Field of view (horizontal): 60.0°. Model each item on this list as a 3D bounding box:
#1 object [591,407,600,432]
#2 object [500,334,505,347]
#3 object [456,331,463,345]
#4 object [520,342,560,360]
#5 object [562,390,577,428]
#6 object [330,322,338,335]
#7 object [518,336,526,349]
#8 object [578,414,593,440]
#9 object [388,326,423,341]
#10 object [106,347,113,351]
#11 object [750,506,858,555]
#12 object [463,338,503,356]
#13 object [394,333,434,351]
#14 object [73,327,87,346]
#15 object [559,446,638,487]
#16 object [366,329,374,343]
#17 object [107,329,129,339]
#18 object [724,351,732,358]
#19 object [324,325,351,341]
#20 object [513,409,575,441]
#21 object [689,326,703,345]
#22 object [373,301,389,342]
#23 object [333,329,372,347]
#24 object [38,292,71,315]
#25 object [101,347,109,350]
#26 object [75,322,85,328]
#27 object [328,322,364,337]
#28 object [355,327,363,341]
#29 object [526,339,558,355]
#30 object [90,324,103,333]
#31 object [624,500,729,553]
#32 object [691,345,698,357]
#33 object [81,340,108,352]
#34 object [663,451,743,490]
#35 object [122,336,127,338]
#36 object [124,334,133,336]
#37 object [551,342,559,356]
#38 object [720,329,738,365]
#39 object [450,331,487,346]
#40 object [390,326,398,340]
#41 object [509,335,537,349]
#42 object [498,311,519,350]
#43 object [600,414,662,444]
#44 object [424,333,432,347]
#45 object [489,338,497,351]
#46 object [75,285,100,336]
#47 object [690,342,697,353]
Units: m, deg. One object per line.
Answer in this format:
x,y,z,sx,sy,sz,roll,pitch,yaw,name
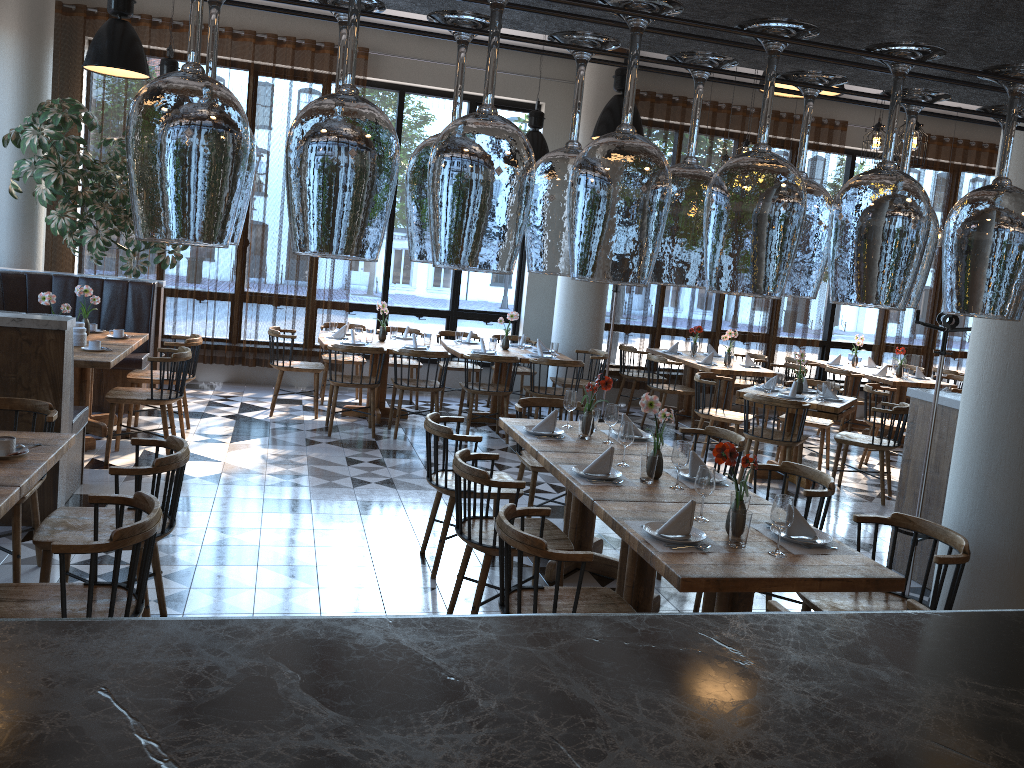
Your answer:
0.469,0.208,5.166,0.080,0.131,0.080,7,7,15,object
-0.086,-0.447,9.228,0.080,0.131,0.080,2,8,-30,object
-0.543,-0.470,9.081,0.080,0.131,0.080,2,8,-30,object
0.275,-0.335,8.692,0.351,0.136,0.273,3,8,-15,object
0.339,0.147,5.203,0.081,0.214,0.081,11,8,38,object
-1.774,-0.548,8.791,0.080,0.131,0.080,2,8,-30,object
0.103,-0.430,9.239,0.080,0.131,0.080,2,8,-30,object
0.405,0.239,4.908,0.080,0.131,0.080,8,7,20,object
-1.092,-0.537,9.154,0.351,0.136,0.273,3,8,-15,object
-2.910,-0.253,6.406,0.053,0.025,0.049,13,11,43,object
1.117,0.529,3.406,0.271,0.136,0.354,4,8,-15,object
-0.278,-0.367,8.546,0.351,0.136,0.273,3,8,-15,object
-0.919,-0.405,8.378,0.351,0.136,0.273,3,8,-15,object
-3.198,-0.349,6.513,0.130,0.128,0.130,10,8,29,object
0.401,0.356,4.101,0.271,0.136,0.354,4,8,-15,object
-1.360,-0.459,8.463,0.080,0.131,0.080,2,8,-30,object
-3.157,-0.402,7.111,0.175,0.066,0.176,1,9,-32,object
2.404,-0.299,9.881,0.080,0.131,0.080,2,8,-30,object
-1.677,-0.511,8.589,0.271,0.136,0.354,4,8,-15,object
0.184,0.208,4.957,0.271,0.136,0.354,4,8,-15,object
2.153,-0.517,10.432,0.156,0.353,0.171,6,7,8,object
-1.283,-0.619,8.683,0.146,0.398,0.208,4,7,-16,object
-1.476,-0.438,8.232,0.351,0.136,0.273,3,8,-15,object
-3.216,-0.445,6.219,0.147,0.398,0.207,11,9,42,object
-2.931,-0.251,6.372,0.156,0.012,0.034,12,10,37,object
-3.355,-0.410,6.818,0.130,0.128,0.130,10,8,29,object
-1.681,-0.572,8.999,0.351,0.136,0.273,3,8,-15,object
-1.470,-0.471,8.474,0.080,0.131,0.080,2,8,-30,object
0.324,-0.394,9.128,0.271,0.136,0.354,4,8,-15,object
-3.462,-0.461,7.302,0.175,0.066,0.177,2,9,-24,object
0.608,0.497,3.281,0.271,0.136,0.354,4,8,-15,object
2.116,-0.387,10.289,0.080,0.131,0.080,7,7,10,object
-2.988,-0.274,6.345,0.176,0.066,0.176,9,9,20,object
0.910,0.387,4.226,0.271,0.136,0.354,4,8,-15,object
-3.103,-0.374,7.076,0.050,0.023,0.052,3,8,-19,object
-3.133,-0.399,7.244,0.034,0.023,0.156,7,8,10,object
0.428,-0.348,8.901,0.080,0.131,0.080,2,8,-30,object
2.349,-0.401,9.620,0.207,0.398,0.146,11,8,39,object
-0.450,-0.499,9.322,0.351,0.136,0.273,3,8,-15,object
-1.197,-0.514,8.943,0.080,0.131,0.080,2,8,-30,object
0.103,-0.466,9.467,0.351,0.136,0.273,3,8,-15,object
-0.047,-0.543,8.990,0.206,0.398,0.147,4,6,-10,object
0.693,0.239,5.081,0.271,0.136,0.354,4,8,-15,object
-0.821,-0.427,8.605,0.080,0.131,0.080,2,8,-30,object
-0.190,-0.389,8.770,0.080,0.131,0.080,2,8,-30,object
-3.386,-0.585,7.056,0.206,0.398,0.147,5,6,-9,object
2.193,-0.443,10.716,0.080,0.131,0.080,7,7,10,object
